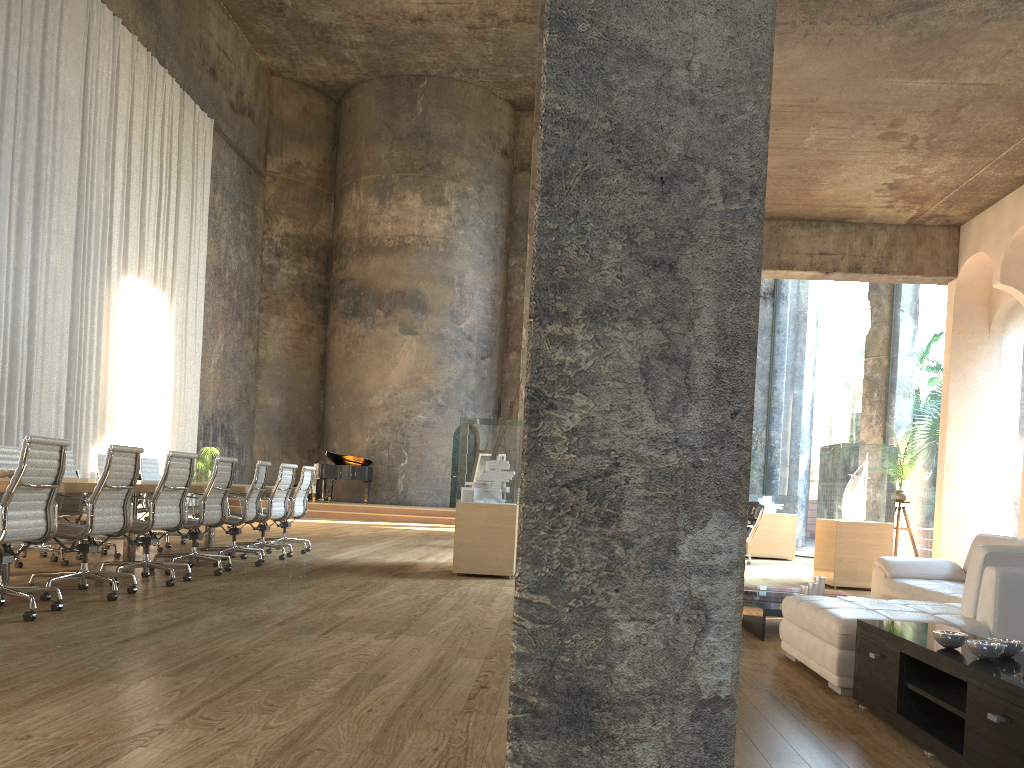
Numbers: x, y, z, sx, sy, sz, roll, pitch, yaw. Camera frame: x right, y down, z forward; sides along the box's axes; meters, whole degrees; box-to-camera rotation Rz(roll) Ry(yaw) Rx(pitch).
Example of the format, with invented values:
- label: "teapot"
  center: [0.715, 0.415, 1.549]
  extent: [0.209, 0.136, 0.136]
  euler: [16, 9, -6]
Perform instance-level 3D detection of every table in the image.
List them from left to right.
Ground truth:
- label: "table"
  center: [-3.555, 1.177, 7.289]
  extent: [1.600, 0.756, 7.757]
  euler: [3, -7, 3]
- label: "table"
  center: [2.012, 1.619, 6.400]
  extent: [0.859, 0.246, 0.372]
  euler: [3, -5, 3]
- label: "table"
  center: [1.991, 1.595, 6.031]
  extent: [0.790, 0.202, 1.116]
  euler: [3, -7, 3]

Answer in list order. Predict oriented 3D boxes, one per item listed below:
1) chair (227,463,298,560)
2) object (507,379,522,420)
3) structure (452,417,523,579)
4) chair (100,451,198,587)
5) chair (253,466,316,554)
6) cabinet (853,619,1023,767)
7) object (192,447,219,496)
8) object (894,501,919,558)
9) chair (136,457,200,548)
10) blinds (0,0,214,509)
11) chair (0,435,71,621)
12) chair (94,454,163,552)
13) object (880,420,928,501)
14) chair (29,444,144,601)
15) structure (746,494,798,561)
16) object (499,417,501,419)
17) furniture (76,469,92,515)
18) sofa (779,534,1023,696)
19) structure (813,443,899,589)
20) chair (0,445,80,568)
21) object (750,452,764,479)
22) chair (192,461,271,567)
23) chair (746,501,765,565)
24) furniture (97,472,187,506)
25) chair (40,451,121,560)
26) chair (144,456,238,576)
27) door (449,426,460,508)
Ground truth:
- label: "chair"
  center: [-2.697, 1.357, 9.456]
  extent: [0.698, 1.024, 0.668]
  euler: [3, -2, 12]
- label: "object"
  center: [-0.184, 0.996, 9.785]
  extent: [0.684, 2.144, 0.702]
  euler: [3, 0, 2]
- label: "structure"
  center: [-0.226, 1.157, 8.897]
  extent: [0.594, 1.545, 0.744]
  euler: [3, -1, 3]
- label: "chair"
  center: [-2.840, 1.023, 6.789]
  extent: [0.698, 1.024, 0.668]
  euler: [3, -2, 12]
- label: "chair"
  center: [-2.685, 1.463, 10.321]
  extent: [0.698, 1.024, 0.668]
  euler: [3, -2, 9]
- label: "cabinet"
  center: [1.644, 1.133, 3.099]
  extent: [0.395, 0.368, 1.570]
  euler: [3, -7, 3]
- label: "object"
  center: [-6.370, 2.045, 18.389]
  extent: [1.092, 1.454, 1.132]
  euler: [3, -2, -6]
- label: "object"
  center: [4.321, 1.823, 10.050]
  extent: [0.661, 0.971, 0.570]
  euler: [4, -2, -33]
- label: "chair"
  center: [-1.217, 1.532, 10.195]
  extent: [12.944, 1.028, 31.680]
  euler: [3, -7, 3]
- label: "blinds"
  center: [-7.032, -1.997, 15.610]
  extent: [0.275, 8.627, 7.862]
  euler: [3, -3, 4]
- label: "chair"
  center: [-2.934, 0.796, 4.974]
  extent: [0.698, 1.024, 0.668]
  euler: [3, -2, 7]
- label: "chair"
  center: [-4.097, 1.284, 9.460]
  extent: [0.698, 1.024, 0.668]
  euler: [3, -2, 7]
- label: "object"
  center: [4.432, 0.879, 10.040]
  extent: [0.688, 0.938, 0.862]
  euler: [3, -3, -6]
- label: "chair"
  center: [-2.886, 0.911, 5.891]
  extent: [0.698, 1.024, 0.668]
  euler: [3, -2, 9]
- label: "structure"
  center: [4.073, 2.276, 14.036]
  extent: [0.735, 1.013, 0.746]
  euler: [3, -2, 3]
- label: "object"
  center: [-0.372, 1.610, 14.883]
  extent: [0.699, 2.144, 0.687]
  euler: [3, 0, 35]
- label: "furniture"
  center: [-6.348, 1.625, 12.465]
  extent: [0.708, 0.839, 1.882]
  euler: [3, -6, 3]
- label: "sofa"
  center: [2.571, 1.280, 5.362]
  extent: [2.063, 0.719, 2.945]
  euler: [3, -7, 3]
- label: "structure"
  center: [3.737, 1.450, 9.603]
  extent: [0.594, 1.545, 0.744]
  euler: [3, -1, 3]
- label: "chair"
  center: [-4.190, 1.057, 7.645]
  extent: [0.698, 1.024, 0.668]
  euler: [3, -2, 12]
- label: "object"
  center: [3.884, 1.473, 15.128]
  extent: [0.858, 0.938, 0.691]
  euler: [3, -2, 6]
- label: "chair"
  center: [-2.734, 1.250, 8.600]
  extent: [0.699, 1.024, 0.667]
  euler: [3, -2, 3]
- label: "chair"
  center: [3.088, 2.093, 12.452]
  extent: [0.821, 0.891, 0.732]
  euler: [3, -2, -2]
- label: "furniture"
  center: [-6.219, 1.923, 14.851]
  extent: [0.708, 0.839, 1.882]
  euler: [3, -6, 3]
- label: "chair"
  center: [-4.145, 1.170, 8.543]
  extent: [0.698, 1.024, 0.668]
  euler: [3, -2, 9]
- label: "chair"
  center: [-2.790, 1.133, 7.668]
  extent: [0.698, 1.024, 0.668]
  euler: [3, -2, 9]
- label: "door"
  center: [-1.349, 2.208, 23.759]
  extent: [0.906, 2.293, 0.091]
  euler: [3, 0, -39]
